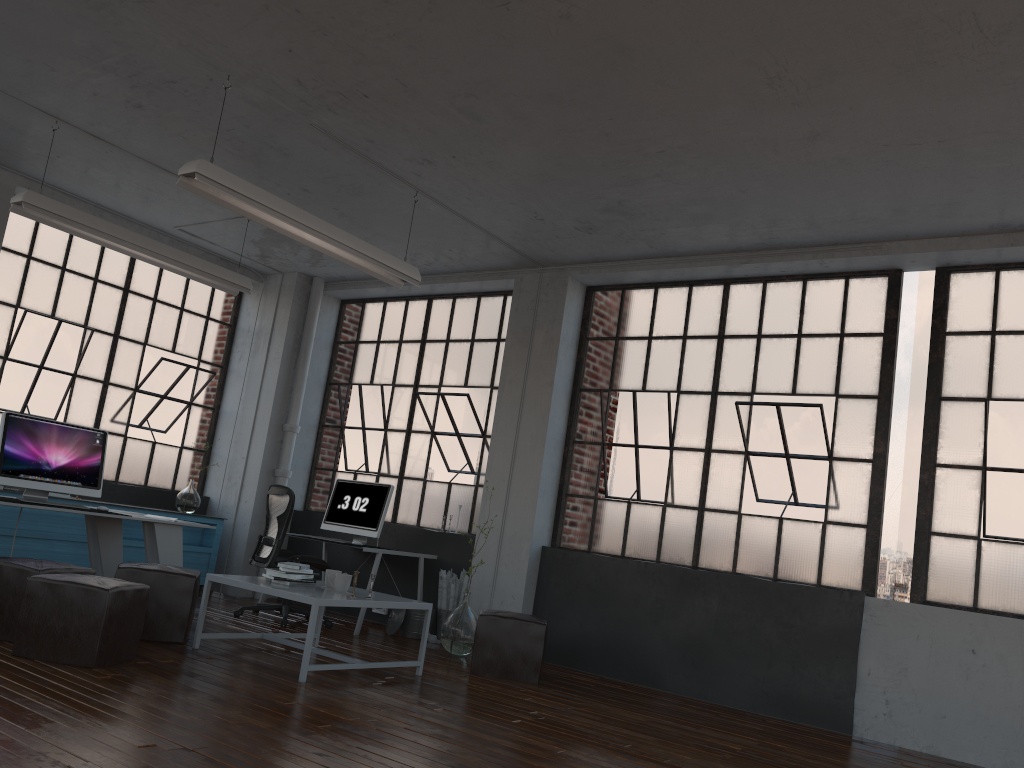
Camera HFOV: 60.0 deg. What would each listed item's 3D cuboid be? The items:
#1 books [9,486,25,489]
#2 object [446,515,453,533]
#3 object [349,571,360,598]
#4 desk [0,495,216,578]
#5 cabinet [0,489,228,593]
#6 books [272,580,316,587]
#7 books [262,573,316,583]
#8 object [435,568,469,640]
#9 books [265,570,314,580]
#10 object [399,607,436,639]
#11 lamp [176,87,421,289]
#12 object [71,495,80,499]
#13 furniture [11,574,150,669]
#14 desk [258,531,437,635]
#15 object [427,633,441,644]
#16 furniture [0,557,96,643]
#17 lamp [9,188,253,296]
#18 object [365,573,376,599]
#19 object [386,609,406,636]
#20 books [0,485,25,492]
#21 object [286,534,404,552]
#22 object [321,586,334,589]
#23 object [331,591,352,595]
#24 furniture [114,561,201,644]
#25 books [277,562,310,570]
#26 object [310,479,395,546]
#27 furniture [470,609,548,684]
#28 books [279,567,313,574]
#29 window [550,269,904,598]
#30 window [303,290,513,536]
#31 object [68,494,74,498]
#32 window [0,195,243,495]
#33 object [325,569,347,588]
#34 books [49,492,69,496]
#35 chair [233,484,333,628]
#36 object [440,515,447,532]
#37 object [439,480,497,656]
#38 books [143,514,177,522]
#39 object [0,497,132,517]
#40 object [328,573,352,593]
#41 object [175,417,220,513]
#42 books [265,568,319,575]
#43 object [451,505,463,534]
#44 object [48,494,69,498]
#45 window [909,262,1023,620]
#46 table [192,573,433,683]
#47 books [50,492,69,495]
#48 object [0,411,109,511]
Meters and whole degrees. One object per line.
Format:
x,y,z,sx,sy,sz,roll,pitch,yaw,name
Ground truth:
-3.979,0.814,7.096,0.191,0.022,0.243,2,-12,34,books
-0.557,1.259,7.971,0.066,0.159,0.066,12,-9,-22,object
-0.930,1.184,5.242,0.053,0.148,0.053,10,-9,-13,object
-3.240,1.143,5.939,1.074,0.701,2.087,2,-12,36,desk
-3.671,1.388,7.721,0.626,0.730,2.273,2,-12,36,cabinet
-1.354,1.231,5.500,0.171,0.028,0.219,1,-12,36,books
-1.379,1.201,5.484,0.275,0.025,0.210,15,-12,-33,books
-0.496,1.864,7.508,0.293,0.625,0.275,10,-9,-12,object
-1.374,1.179,5.488,0.200,0.031,0.273,6,-10,11,books
-0.798,1.972,7.435,0.290,0.292,0.291,9,-9,-6,object
-1.200,-1.191,5.599,0.202,0.626,1.886,2,-12,36,lamp
-3.743,0.947,7.642,0.088,0.084,0.089,1,-12,40,object
-2.200,1.208,4.556,0.471,0.429,0.472,8,-9,5,furniture
-1.468,1.732,7.738,1.226,0.685,0.937,1,-12,36,desk
-0.644,2.089,7.250,0.125,0.106,0.096,10,-9,-12,object
-2.685,1.199,4.932,0.480,0.437,0.482,6,-10,15,furniture
-2.716,-1.035,6.568,0.202,0.204,1.886,2,-12,36,lamp
-0.842,1.208,5.311,0.055,0.152,0.055,6,-9,13,object
-0.969,1.941,7.338,0.107,0.279,0.293,13,-10,-28,object
-3.984,0.842,7.103,0.191,0.032,0.260,1,-13,37,books
-1.463,1.388,7.728,0.848,0.008,0.690,1,-13,37,object
-1.145,1.294,5.626,0.138,0.003,0.137,15,-12,-32,object
-1.033,1.267,5.385,0.138,0.003,0.137,15,-12,-32,object
-2.243,1.365,5.560,0.503,0.459,0.505,11,-10,-15,furniture
-1.346,1.122,5.468,0.141,0.026,0.203,7,-10,6,books
-1.419,1.113,7.771,0.714,0.550,0.379,1,-12,37,object
-0.016,1.820,6.155,0.503,0.459,0.505,8,-9,3,furniture
-1.336,1.149,5.481,0.185,0.026,0.125,13,-11,-24,books
1.536,0.291,6.826,2.589,2.381,0.673,2,-11,36,window
-0.965,0.239,8.618,2.589,2.381,0.673,2,-11,36,window
-3.855,0.865,7.767,0.084,0.255,0.085,6,-9,13,object
-3.753,-0.230,8.300,0.669,2.381,2.603,2,-11,36,window
-1.131,1.243,5.643,0.101,0.109,0.130,-1,-13,44,object
-3.828,0.899,7.317,0.187,0.014,0.249,2,-12,34,books
-1.818,1.404,7.329,0.770,1.081,0.796,1,-12,39,chair
-0.618,1.252,7.968,0.055,0.152,0.055,9,-9,-4,object
-0.264,1.368,6.650,0.331,1.334,0.620,11,-9,-17,object
-2.509,0.958,6.338,0.205,0.019,0.244,11,-10,-14,books
-3.074,0.799,5.872,0.687,0.008,0.852,1,-13,37,object
-1.040,1.209,5.378,0.101,0.109,0.130,-1,-13,44,object
-2.977,0.792,8.567,0.433,0.936,0.233,6,-9,18,object
-1.364,1.163,5.496,0.199,0.014,0.276,1,-12,36,books
-0.480,1.210,7.926,0.084,0.255,0.084,14,-10,-31,object
-3.827,0.913,7.318,0.187,0.014,0.254,1,-12,36,object
3.815,0.338,5.194,2.589,2.381,0.673,2,-11,36,window
-1.206,1.483,5.448,0.972,0.443,0.996,1,-12,36,table
-3.831,0.887,7.324,0.202,0.012,0.252,1,-13,37,books
-3.034,0.524,5.917,0.377,0.550,0.717,2,-12,37,object
